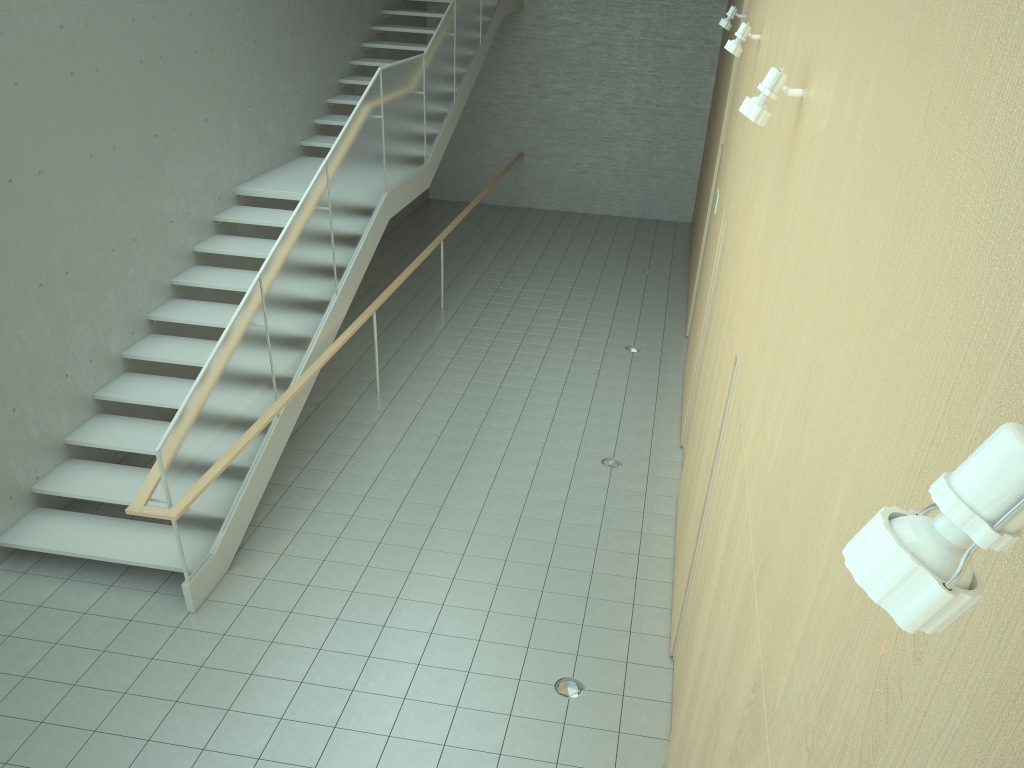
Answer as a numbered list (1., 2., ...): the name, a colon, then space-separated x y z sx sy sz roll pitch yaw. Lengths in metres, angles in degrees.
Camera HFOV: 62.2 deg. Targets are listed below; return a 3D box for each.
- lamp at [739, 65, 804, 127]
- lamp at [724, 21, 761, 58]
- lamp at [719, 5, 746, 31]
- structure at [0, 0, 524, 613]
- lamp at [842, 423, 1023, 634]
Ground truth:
1. lamp: 0.975 -1.079 3.187 0.231 0.226 0.122 -2 32 -9
2. lamp: 1.522 -2.270 5.598 0.231 0.226 0.122 -2 32 -9
3. lamp: 2.034 -3.384 7.853 0.231 0.226 0.122 -2 32 -9
4. structure: -1.757 -2.668 9.274 1.876 4.902 10.979 8 28 9
5. lamp: 0.424 0.120 0.758 0.231 0.226 0.122 -2 32 -9
